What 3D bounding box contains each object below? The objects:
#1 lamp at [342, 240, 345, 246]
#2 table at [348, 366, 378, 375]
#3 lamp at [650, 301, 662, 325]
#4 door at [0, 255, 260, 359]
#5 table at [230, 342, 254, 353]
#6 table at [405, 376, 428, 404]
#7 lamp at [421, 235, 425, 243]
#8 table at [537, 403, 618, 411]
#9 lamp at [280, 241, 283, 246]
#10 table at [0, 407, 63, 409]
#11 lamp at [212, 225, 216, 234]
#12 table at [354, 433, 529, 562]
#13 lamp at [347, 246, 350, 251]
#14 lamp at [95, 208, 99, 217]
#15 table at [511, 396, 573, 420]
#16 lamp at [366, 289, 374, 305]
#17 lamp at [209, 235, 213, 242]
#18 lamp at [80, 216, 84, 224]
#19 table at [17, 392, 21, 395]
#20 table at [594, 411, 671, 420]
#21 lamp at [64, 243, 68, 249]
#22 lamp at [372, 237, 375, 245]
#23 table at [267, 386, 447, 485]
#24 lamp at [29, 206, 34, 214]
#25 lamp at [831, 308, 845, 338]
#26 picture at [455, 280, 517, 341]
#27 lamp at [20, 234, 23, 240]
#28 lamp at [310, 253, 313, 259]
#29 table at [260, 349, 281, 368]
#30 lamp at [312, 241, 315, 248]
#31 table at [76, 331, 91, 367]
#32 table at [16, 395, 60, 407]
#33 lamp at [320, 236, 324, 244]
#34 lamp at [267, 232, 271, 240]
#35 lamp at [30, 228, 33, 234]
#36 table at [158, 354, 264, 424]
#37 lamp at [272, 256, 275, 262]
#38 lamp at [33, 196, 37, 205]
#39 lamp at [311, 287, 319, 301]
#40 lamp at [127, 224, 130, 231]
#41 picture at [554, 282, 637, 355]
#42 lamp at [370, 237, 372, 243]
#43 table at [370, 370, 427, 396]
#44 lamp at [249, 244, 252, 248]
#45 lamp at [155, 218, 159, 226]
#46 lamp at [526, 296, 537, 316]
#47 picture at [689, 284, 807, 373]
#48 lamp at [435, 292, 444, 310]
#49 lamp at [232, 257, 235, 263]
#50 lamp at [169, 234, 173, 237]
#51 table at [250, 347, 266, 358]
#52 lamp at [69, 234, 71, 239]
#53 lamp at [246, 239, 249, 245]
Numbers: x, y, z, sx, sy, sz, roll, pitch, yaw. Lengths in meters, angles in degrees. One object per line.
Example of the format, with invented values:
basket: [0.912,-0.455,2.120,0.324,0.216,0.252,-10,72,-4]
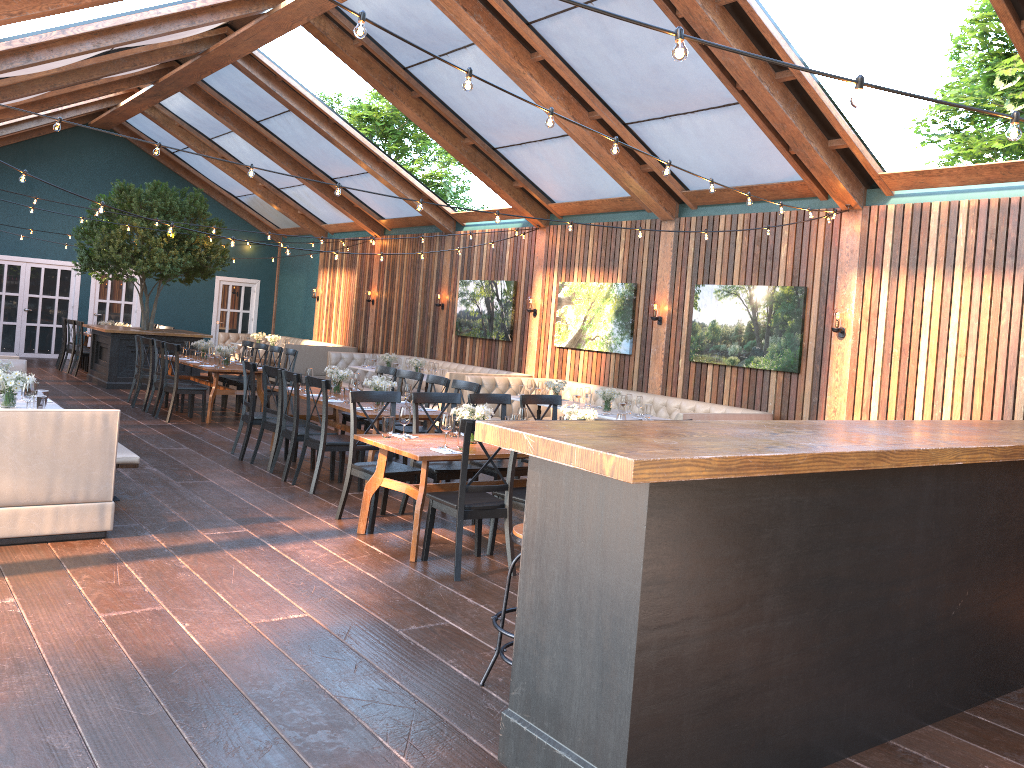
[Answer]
lamp: [-3.394,-2.840,17.830,0.064,0.118,0.056,4,1,-28]
table: [-2.346,0.063,15.399,0.797,0.672,0.801,3,3,-38]
lamp: [1.938,-0.960,11.907,0.177,0.320,0.147,4,1,-37]
door: [-9.848,-1.667,20.308,8.156,2.208,0.174,2,2,-37]
table: [-5.958,-0.573,20.258,0.797,0.672,0.801,3,3,-38]
table: [-1.374,0.234,14.091,0.797,0.672,0.801,3,3,-38]
lamp: [-1.372,-2.225,13.599,0.063,0.118,0.056,4,1,-43]
table: [0.833,0.622,11.122,0.797,0.672,0.801,3,3,-37]
lamp: [-4.325,-2.629,16.632,0.056,0.117,0.068,4,1,-40]
table: [-3.772,0.555,6.658,0.797,0.672,0.801,3,3,-38]
lamp: [-4.242,-2.196,12.592,0.056,0.121,0.056,5,1,28]
table: [0.042,0.819,6.954,2.426,0.729,0.954,2,4,-37]
lamp: [-3.416,-2.817,18.418,0.073,0.115,0.056,4,1,-31]
lamp: [-5.658,-2.342,12.068,0.056,0.121,0.056,4,1,-28]
table: [0.346,0.536,11.776,0.797,0.672,0.801,3,3,-38]
lamp: [-2.977,-1.824,18.519,0.177,0.320,0.147,4,1,-37]
lamp: [-5.246,-2.533,15.425,0.056,0.119,0.060,5,1,38]
lamp: [-6.605,-2.522,13.590,0.056,0.120,0.056,5,1,41]
table: [-4.744,0.384,7.966,0.797,0.672,0.801,3,3,-38]
table: [1.319,0.707,10.468,0.797,0.672,0.801,3,3,-38]
lamp: [-8.453,-2.613,16.774,0.056,0.119,0.060,5,1,0]
lamp: [-2.086,-2.153,13.354,0.056,0.121,0.056,4,1,-16]
table: [-1.664,0.521,9.209,0.948,0.729,2.440,3,4,-37]
lamp: [-7.035,-2.556,12.963,0.056,0.120,0.056,5,1,19]
lamp: [3.577,-0.672,9.702,0.177,0.320,0.147,4,1,-37]
picture: [-0.473,-1.284,15.211,0.065,0.997,1.656,5,2,-37]
lamp: [-9.122,-2.729,16.467,0.056,0.115,0.074,5,1,6]
lamp: [-4.124,-2.641,18.205,0.066,0.118,0.056,5,1,29]
table: [-4.986,-0.402,18.950,0.797,0.672,0.801,3,3,-38]
lamp: [-3.872,-2.720,17.246,0.056,0.121,0.056,5,1,35]
table: [-8.002,-0.593,17.735,0.948,0.729,2.440,3,4,-37]
table: [-4.258,0.469,7.312,0.797,0.672,0.801,3,3,-37]
lamp: [-2.821,-2.131,13.121,0.056,0.117,0.067,5,1,16]
lamp: [-3.527,-2.152,12.853,0.056,0.121,0.056,4,1,-22]
lamp: [-9.852,-3.131,18.145,0.056,0.121,0.056,5,1,-13]
table: [-4.352,0.049,12.825,0.948,0.729,2.440,3,4,-37]
lamp: [-4.852,-2.537,17.988,0.056,0.121,0.056,5,1,31]
lamp: [-6.359,-2.454,11.798,0.056,0.121,0.056,4,1,-25]
lamp: [-4.614,-2.112,20.722,0.177,0.320,0.147,4,1,-37]
lamp: [-6.153,-2.510,14.202,0.056,0.121,0.056,5,1,34]
picture: [1.195,-0.992,12.977,0.065,0.997,1.656,5,2,-37]
lamp: [-2.931,-2.999,18.430,0.056,0.120,0.056,5,1,-8]
table: [-1.860,0.148,14.745,0.797,0.672,0.801,3,3,-37]
lamp: [-6.608,-3.488,22.365,0.056,0.121,0.056,5,1,35]
lamp: [-4.951,-2.259,12.339,0.056,0.121,0.056,5,1,4]
lamp: [0.310,-1.246,14.098,0.177,0.320,0.147,4,1,-37]
picture: [2.834,-0.704,10.783,0.065,0.997,1.656,5,2,-37]
lamp: [-1.340,-1.536,16.318,0.177,0.320,0.147,4,1,-37]
lamp: [-5.588,-2.485,17.773,0.056,0.121,0.056,5,1,29]
lamp: [-5.710,-2.517,14.824,0.056,0.121,0.056,5,1,-12]
table: [-5.472,-0.487,19.604,0.797,0.672,0.801,3,3,-37]
lamp: [-9.378,-3.129,18.771,0.067,0.117,0.056,5,1,7]
lamp: [-4.784,-2.568,16.032,0.060,0.119,0.056,4,1,-13]
